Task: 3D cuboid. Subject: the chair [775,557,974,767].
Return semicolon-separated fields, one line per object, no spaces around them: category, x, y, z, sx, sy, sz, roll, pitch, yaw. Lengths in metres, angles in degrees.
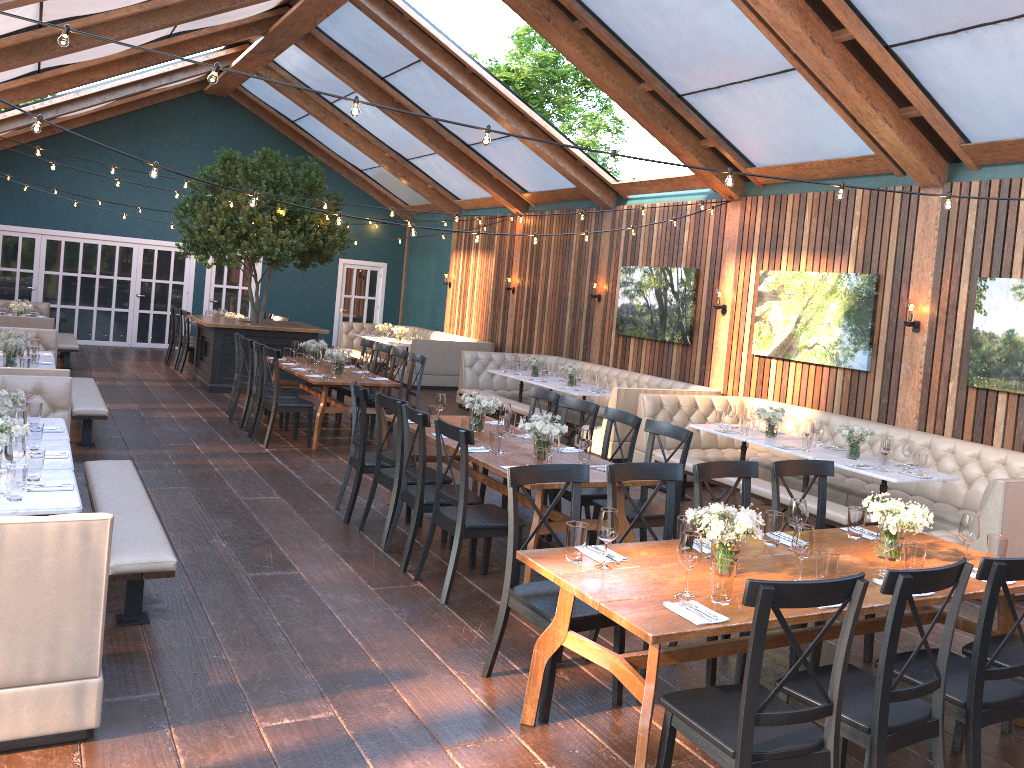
chair;1.320;1.110;3.272;0.476;1.017;0.542;3;4;-34

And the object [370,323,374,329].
object;-2.857;-1.111;18.033;0.092;0.244;0.092;6;3;14

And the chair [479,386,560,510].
chair;0.075;0.553;7.484;0.538;1.017;0.480;4;3;-29

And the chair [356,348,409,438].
chair;-1.545;0.090;10.480;0.538;1.017;0.480;4;3;-29

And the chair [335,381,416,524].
chair;-1.033;0.518;6.871;0.538;1.017;0.480;4;3;-21

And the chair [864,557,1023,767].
chair;1.811;1.126;3.541;0.476;1.017;0.542;4;3;-29

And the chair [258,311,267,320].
chair;-4.977;-0.889;16.824;0.538;1.017;0.480;3;4;-34

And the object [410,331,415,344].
object;-1.882;-0.881;16.696;0.092;0.244;0.092;6;3;19

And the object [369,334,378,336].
object;-2.850;-1.015;18.202;0.157;0.019;0.256;2;7;-28

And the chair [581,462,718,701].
chair;0.722;0.939;4.378;0.476;1.017;0.542;4;3;-29

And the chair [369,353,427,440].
chair;-1.280;0.166;9.989;0.538;1.017;0.480;4;3;-24

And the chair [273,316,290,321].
chair;-4.189;-0.660;15.326;0.479;1.017;0.539;8;4;44

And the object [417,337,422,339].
object;-1.722;-0.795;16.426;0.091;0.158;0.092;2;4;-42

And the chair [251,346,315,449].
chair;-2.399;0.130;9.377;0.538;1.017;0.480;3;4;-34

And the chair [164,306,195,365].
chair;-5.848;-0.851;15.710;0.538;1.017;0.480;4;3;-24

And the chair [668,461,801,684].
chair;1.213;0.955;4.647;0.476;1.017;0.542;3;4;-34

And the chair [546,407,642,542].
chair;0.607;0.705;6.502;0.538;1.017;0.480;4;3;-24

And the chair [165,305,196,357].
chair;-6.044;-0.924;16.240;0.538;1.017;0.480;4;3;-23

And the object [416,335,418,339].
object;-1.840;-0.845;16.797;0.091;0.158;0.092;2;4;-42

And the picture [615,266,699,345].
picture;1.962;-1.114;12.188;0.065;0.995;1.660;4;5;-29

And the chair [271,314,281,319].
chair;-4.445;-0.738;15.841;0.538;1.017;0.480;4;3;-29

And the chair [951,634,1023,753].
chair;2.302;1.142;3.809;0.476;1.017;0.542;3;4;-34

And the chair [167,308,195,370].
chair;-5.570;-0.774;15.227;0.538;1.017;0.480;3;4;-34

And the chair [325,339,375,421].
chair;-2.077;-0.061;11.463;0.538;1.017;0.480;4;3;-29

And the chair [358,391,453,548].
chair;-0.739;0.595;6.387;0.538;1.017;0.480;3;3;-32

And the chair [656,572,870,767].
chair;0.830;1.094;3.004;0.476;1.017;0.542;4;3;-24

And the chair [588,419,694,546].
chair;0.873;0.781;6.010;0.538;1.017;0.480;4;3;-29

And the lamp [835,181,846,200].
lamp;2.073;-1.217;5.579;0.059;0.119;0.056;8;4;41

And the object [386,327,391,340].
object;-2.394;-0.974;17.132;0.092;0.244;0.092;6;3;19

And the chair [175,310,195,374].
chair;-5.262;-0.697;14.758;0.538;1.017;0.480;4;3;-29

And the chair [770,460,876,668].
chair;1.704;0.971;4.915;0.476;1.017;0.542;4;3;-29

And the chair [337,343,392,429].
chair;-1.811;0.015;10.972;0.538;1.017;0.480;3;4;-34

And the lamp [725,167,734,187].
lamp;1.335;-1.265;5.419;0.056;0.121;0.056;7;3;29

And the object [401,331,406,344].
object;-2.013;-0.866;16.435;0.092;0.244;0.092;6;3;19

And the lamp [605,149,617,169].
lamp;0.585;-1.337;5.263;0.057;0.119;0.057;3;4;-35

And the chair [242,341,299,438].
chair;-2.664;0.054;9.868;0.538;1.017;0.480;4;3;-26

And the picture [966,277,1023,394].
picture;4.598;-0.364;7.341;0.065;0.995;1.660;4;5;-29

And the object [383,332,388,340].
object;-2.443;-0.925;17.035;0.091;0.158;0.092;2;4;-42

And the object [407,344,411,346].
object;-1.844;-0.724;16.309;0.157;0.019;0.256;2;7;-28

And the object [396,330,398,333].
object;-2.238;-0.983;17.354;0.092;0.244;0.092;6;3;19

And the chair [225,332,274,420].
chair;-3.185;-0.098;10.857;0.538;1.017;0.480;4;3;-24

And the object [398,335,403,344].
object;-2.063;-0.817;16.338;0.091;0.158;0.092;2;4;-42

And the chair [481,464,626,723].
chair;0.232;0.923;4.110;0.476;1.017;0.542;3;4;-34

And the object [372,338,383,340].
object;-2.568;-0.879;17.154;0.254;0.019;0.158;2;7;-28

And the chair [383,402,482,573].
chair;-0.502;0.669;5.894;0.538;1.017;0.480;4;3;-23

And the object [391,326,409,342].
object;-2.157;-0.968;16.968;0.336;0.308;0.330;6;4;13

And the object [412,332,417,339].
object;-1.817;-0.852;16.470;0.092;0.244;0.092;6;3;19

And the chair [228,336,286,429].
chair;-2.952;-0.023;10.348;0.538;1.017;0.480;3;4;-34

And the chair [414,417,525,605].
chair;-0.231;0.745;5.406;0.538;1.017;0.480;4;3;-29

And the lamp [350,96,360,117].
lamp;-0.872;-1.549;4.933;0.056;0.120;0.056;7;4;37

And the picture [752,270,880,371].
picture;3.291;-0.736;9.743;0.065;0.995;1.660;4;5;-29

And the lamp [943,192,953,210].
lamp;2.822;-1.182;5.717;0.056;0.121;0.056;5;3;5

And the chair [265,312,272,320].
chair;-4.711;-0.814;16.333;0.538;1.017;0.480;4;3;-24

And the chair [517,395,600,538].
chair;0.341;0.629;6.993;0.538;1.017;0.480;3;4;-34

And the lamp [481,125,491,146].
lamp;-0.146;-1.434;5.104;0.056;0.121;0.056;4;3;-14
